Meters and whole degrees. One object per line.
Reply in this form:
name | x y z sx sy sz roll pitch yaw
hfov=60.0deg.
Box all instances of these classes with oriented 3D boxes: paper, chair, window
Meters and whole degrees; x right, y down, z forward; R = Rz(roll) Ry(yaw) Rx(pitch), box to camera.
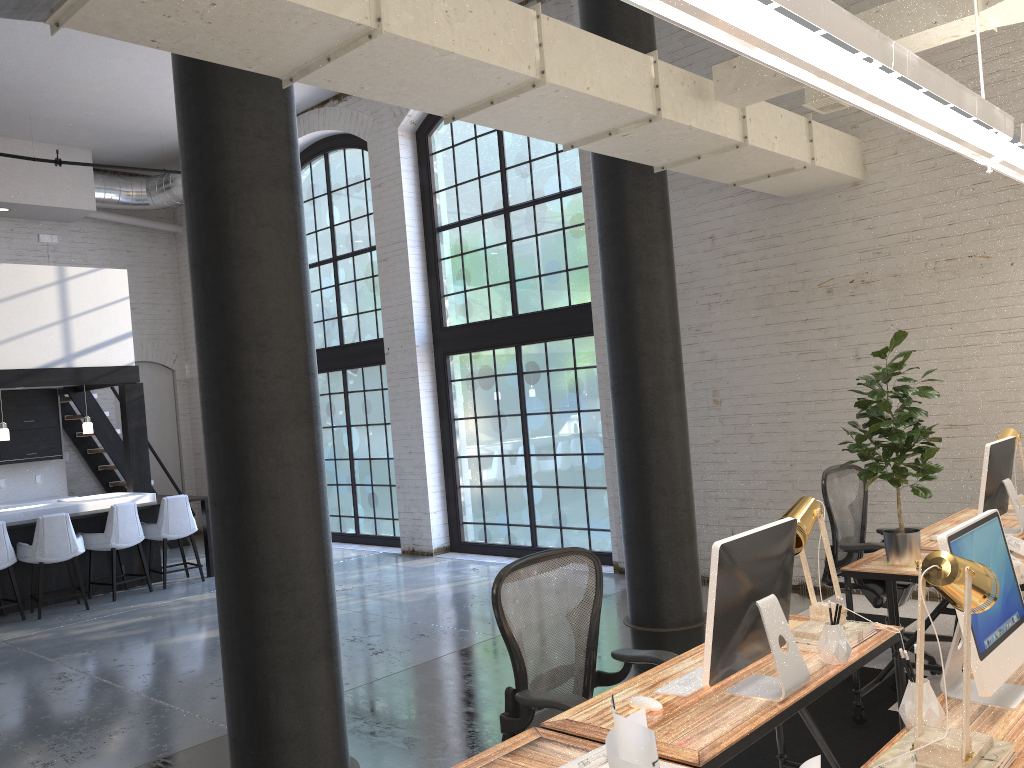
paper | 0.326 1.053 1.163 0.412 1.198 0.440 -5 0 21
paper | 0.317 0.917 1.954 0.626 0.061 0.567 -6 -1 41
chair | -4.822 1.750 8.119 0.501 0.984 0.579 -5 0 40
paper | 2.309 0.743 3.924 0.083 0.082 1.134 -5 -1 8
window | 0.038 -0.732 9.173 2.492 5.179 0.137 -5 0 43
chair | 2.152 1.002 5.085 0.793 1.085 0.770 -5 0 27
chair | -3.609 1.670 9.418 0.579 0.984 0.502 -5 0 -40
chair | -4.348 1.715 8.428 0.579 0.984 0.501 -5 0 -35
paper | 2.188 0.755 4.039 0.083 0.082 1.134 -5 -1 18
window | -2.149 -0.515 11.238 2.492 5.179 0.137 -5 0 43
chair | 0.339 1.143 3.115 0.793 1.085 0.770 -5 0 27
chair | -4.009 1.696 8.984 0.501 0.984 0.579 -5 0 35

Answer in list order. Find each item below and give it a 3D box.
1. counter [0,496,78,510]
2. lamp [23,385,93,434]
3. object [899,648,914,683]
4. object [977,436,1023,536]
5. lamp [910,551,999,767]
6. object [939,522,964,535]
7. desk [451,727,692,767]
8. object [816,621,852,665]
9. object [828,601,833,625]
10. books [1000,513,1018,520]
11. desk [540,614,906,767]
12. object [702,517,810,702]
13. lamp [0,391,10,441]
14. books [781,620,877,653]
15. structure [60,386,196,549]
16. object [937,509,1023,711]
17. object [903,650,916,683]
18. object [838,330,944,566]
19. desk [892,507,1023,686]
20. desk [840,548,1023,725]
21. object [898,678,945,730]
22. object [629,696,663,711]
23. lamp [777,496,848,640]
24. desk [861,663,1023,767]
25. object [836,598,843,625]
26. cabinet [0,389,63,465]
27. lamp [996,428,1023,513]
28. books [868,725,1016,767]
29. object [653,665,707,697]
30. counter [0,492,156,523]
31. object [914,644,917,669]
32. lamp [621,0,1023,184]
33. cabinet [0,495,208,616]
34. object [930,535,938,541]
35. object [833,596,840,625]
counter | -6.780 1.520 9.507 1.710 0.045 4.235 -6 -1 43
lamp | -5.368 0.305 10.449 1.949 0.623 0.124 -6 -1 44
object | 1.029 0.782 2.270 0.054 0.207 0.008 -5 0 30
object | 2.557 0.533 4.617 0.190 0.485 0.483 -5 0 43
lamp | 1.022 0.611 2.048 0.128 0.470 0.344 -5 0 44
object | 2.433 0.780 4.788 0.119 0.017 0.438 -6 -1 43
desk | 0.416 1.294 1.849 1.402 0.724 0.529 -5 -1 43
object | 1.034 0.833 2.851 0.101 0.127 0.101 -5 0 -2
object | 1.026 0.791 2.837 0.008 0.207 0.054 -5 0 26
books | 2.911 0.733 5.062 0.226 0.038 0.308 -6 -1 43
desk | 0.771 1.281 2.853 0.530 0.724 1.400 -5 -1 43
object | 0.744 0.673 2.647 0.190 0.485 0.483 -5 0 43
lamp | -5.287 0.277 9.188 0.100 0.623 0.100 -5 0 -41
books | 1.099 0.874 3.092 0.226 0.038 0.308 -6 -1 43
structure | -5.420 0.759 12.118 0.930 3.186 1.661 -5 0 43
object | 1.307 0.624 2.475 0.190 0.485 0.483 -5 0 43
object | 1.034 0.781 2.259 0.054 0.207 0.008 -5 0 8
object | 1.778 0.294 4.141 0.439 1.077 0.513 -5 0 34
desk | 2.584 1.140 4.823 0.530 0.724 1.400 -5 -1 43
desk | 2.229 1.153 3.819 1.402 0.724 0.529 -5 -1 43
object | 1.047 0.822 2.270 0.101 0.127 0.101 -5 0 -2
object | 0.390 0.929 2.584 0.106 0.029 0.059 -6 -1 44
lamp | 1.024 0.628 3.074 0.128 0.470 0.344 -5 0 44
desk | 1.381 1.220 2.268 0.530 0.724 1.400 -5 -1 43
object | 1.045 0.790 2.851 0.054 0.207 0.008 -5 0 30
cabinet | -5.888 1.178 8.640 4.278 2.315 4.229 -5 -1 43
lamp | 2.835 0.487 5.045 0.126 0.470 0.344 -5 0 43
books | 0.989 0.866 2.030 0.226 0.038 0.308 -6 -1 43
object | 0.620 0.920 2.818 0.119 0.017 0.438 -6 -1 43
counter | -5.001 1.318 9.126 0.977 0.095 2.292 -6 -1 43
object | 1.047 0.780 2.285 0.008 0.207 0.054 -5 0 26
lamp | 0.832 -2.162 2.432 0.226 2.864 7.297 -5 -1 43
cabinet | -4.652 1.788 9.167 1.371 0.910 2.690 -5 -1 43
object | 2.203 0.788 4.554 0.106 0.029 0.059 -6 -1 44
object | 1.039 0.790 2.862 0.054 0.207 0.008 -5 0 8
